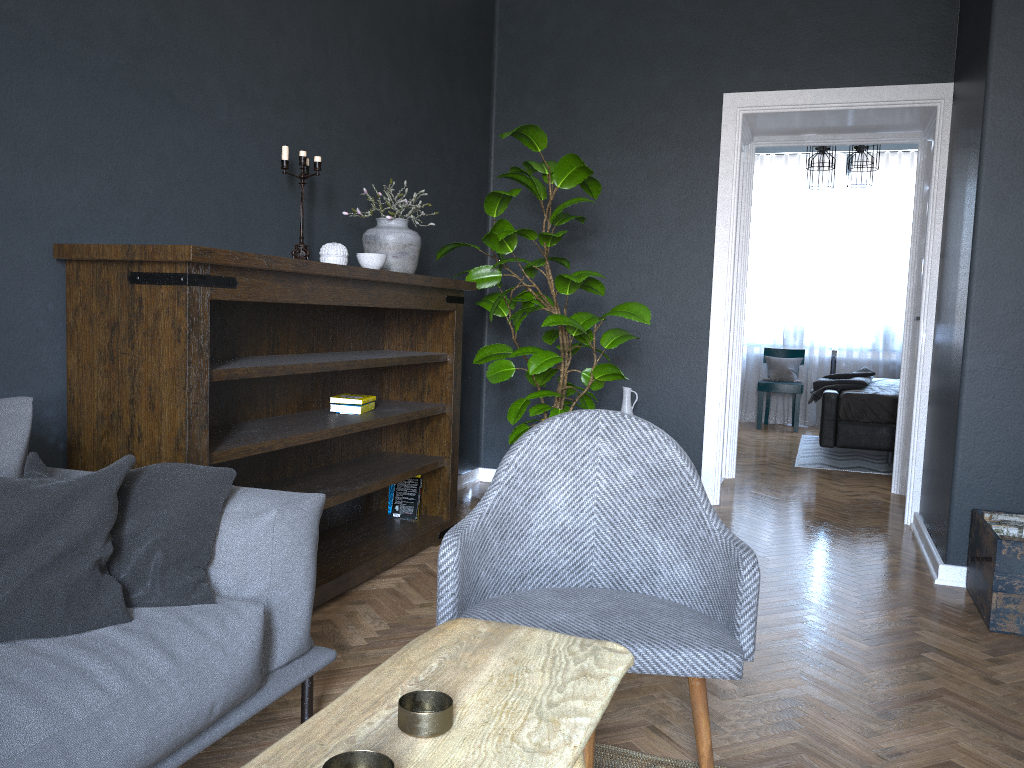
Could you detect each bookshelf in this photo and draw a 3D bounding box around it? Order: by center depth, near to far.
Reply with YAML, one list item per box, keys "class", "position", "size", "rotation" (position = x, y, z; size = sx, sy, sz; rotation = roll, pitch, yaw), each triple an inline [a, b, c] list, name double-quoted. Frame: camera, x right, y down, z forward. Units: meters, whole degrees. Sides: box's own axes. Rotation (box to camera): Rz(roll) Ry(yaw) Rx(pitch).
- class: "bookshelf"
  position: [-0.714, 0.166, 3.245]
  size: [0.450, 1.174, 1.916]
  rotation: [4, 5, 19]

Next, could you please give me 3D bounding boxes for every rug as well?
- class: "rug"
  position: [0.097, 0.946, 1.124]
  size: [1.003, 0.013, 2.009]
  rotation: [4, 5, 19]
- class: "rug"
  position: [3.103, 0.592, 7.245]
  size: [1.458, 0.013, 2.043]
  rotation: [4, 5, 19]

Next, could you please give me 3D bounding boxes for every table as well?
- class: "table"
  position: [-0.100, 0.672, 1.028]
  size: [0.339, 0.550, 0.787]
  rotation: [4, 5, 19]

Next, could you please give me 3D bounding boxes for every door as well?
- class: "door"
  position: [2.399, -0.367, 5.044]
  size: [0.162, 2.190, 0.856]
  rotation: [4, 5, 19]
- class: "door"
  position: [1.283, -0.439, 5.434]
  size: [0.162, 2.190, 0.856]
  rotation: [4, 5, 19]

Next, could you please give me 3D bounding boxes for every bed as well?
- class: "bed"
  position: [3.620, 0.043, 7.054]
  size: [2.374, 1.163, 2.263]
  rotation: [4, 5, 19]

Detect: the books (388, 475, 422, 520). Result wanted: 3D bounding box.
- class: "books"
  position: [-0.487, 0.515, 4.068]
  size: [0.179, 0.193, 0.122]
  rotation: [4, 5, 23]

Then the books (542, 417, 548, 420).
- class: "books"
  position: [0.285, 0.230, 5.041]
  size: [0.214, 0.066, 0.162]
  rotation: [3, 5, 15]

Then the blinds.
- class: "blinds"
  position: [3.408, -0.941, 9.038]
  size: [3.991, 2.793, 0.312]
  rotation: [4, 6, 19]

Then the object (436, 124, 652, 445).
- class: "object"
  position: [0.127, -0.239, 4.259]
  size: [1.118, 1.901, 0.763]
  rotation: [3, 5, 13]

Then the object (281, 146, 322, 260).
- class: "object"
  position: [-0.785, -0.646, 3.250]
  size: [0.130, 0.438, 0.145]
  rotation: [-1, 6, -35]

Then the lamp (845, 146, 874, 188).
- class: "lamp"
  position: [3.014, -2.082, 7.641]
  size: [0.210, 0.748, 0.210]
  rotation: [6, 6, 33]

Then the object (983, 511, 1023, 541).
- class: "object"
  position: [1.929, 0.612, 3.230]
  size: [0.369, 0.247, 0.532]
  rotation: [4, 5, 19]

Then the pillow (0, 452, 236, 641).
- class: "pillow"
  position: [-0.937, 0.280, 1.733]
  size: [0.442, 0.362, 0.797]
  rotation: [6, 6, 37]

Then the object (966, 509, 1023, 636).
- class: "object"
  position: [1.922, 0.688, 3.238]
  size: [0.383, 0.326, 0.552]
  rotation: [4, 5, 19]

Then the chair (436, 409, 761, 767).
- class: "chair"
  position: [0.163, 0.480, 1.910]
  size: [0.645, 0.812, 0.494]
  rotation: [2, 5, -3]

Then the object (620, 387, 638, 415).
- class: "object"
  position: [0.545, 0.145, 4.943]
  size: [0.228, 0.268, 0.228]
  rotation: [-2, 6, -37]

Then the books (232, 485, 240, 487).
- class: "books"
  position: [-0.886, 0.339, 2.672]
  size: [0.218, 0.013, 0.304]
  rotation: [4, 5, 24]

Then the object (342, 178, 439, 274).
- class: "object"
  position: [-0.501, -0.654, 3.670]
  size: [0.385, 0.413, 0.275]
  rotation: [2, 5, -3]

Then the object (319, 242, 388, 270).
- class: "object"
  position: [-0.600, -0.479, 3.362]
  size: [0.255, 0.104, 0.118]
  rotation: [1, 5, -15]

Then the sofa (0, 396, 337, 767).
- class: "sofa"
  position: [-1.202, 0.492, 1.182]
  size: [0.970, 0.799, 2.337]
  rotation: [4, 5, 19]

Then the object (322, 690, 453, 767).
- class: "object"
  position: [-0.159, 0.389, 0.884]
  size: [0.103, 0.033, 0.368]
  rotation: [5, 5, 30]

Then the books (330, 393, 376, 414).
- class: "books"
  position: [-0.624, 0.106, 3.588]
  size: [0.174, 0.113, 0.196]
  rotation: [3, 5, 8]

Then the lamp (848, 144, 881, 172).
- class: "lamp"
  position: [2.688, -2.012, 6.714]
  size: [0.210, 0.770, 0.210]
  rotation: [6, 6, 33]

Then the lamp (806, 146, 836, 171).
- class: "lamp"
  position: [2.487, -2.081, 7.088]
  size: [0.210, 0.715, 0.210]
  rotation: [6, 6, 33]

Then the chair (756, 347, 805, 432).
- class: "chair"
  position: [2.709, 0.046, 8.926]
  size: [0.435, 0.800, 0.592]
  rotation: [4, 5, 19]

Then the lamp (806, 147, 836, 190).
- class: "lamp"
  position: [2.618, -2.054, 7.457]
  size: [0.210, 0.805, 0.210]
  rotation: [6, 6, 33]
